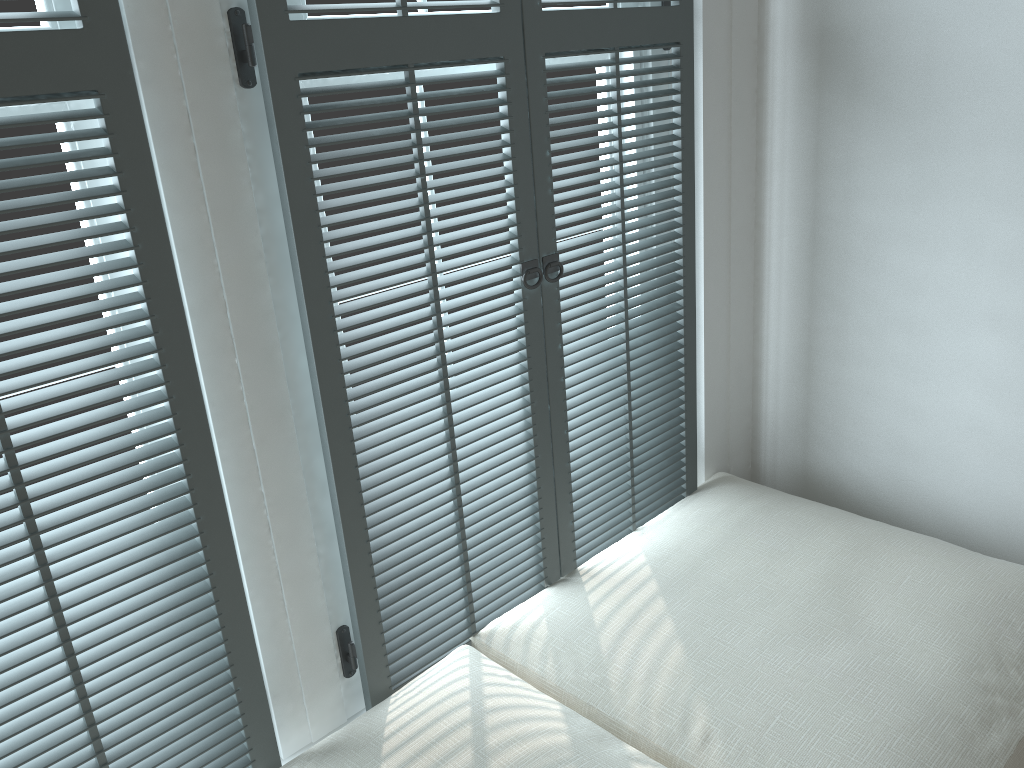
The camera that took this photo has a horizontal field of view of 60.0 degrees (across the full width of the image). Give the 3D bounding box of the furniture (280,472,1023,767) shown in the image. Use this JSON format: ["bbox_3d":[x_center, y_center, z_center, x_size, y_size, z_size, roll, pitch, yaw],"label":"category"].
[{"bbox_3d":[-0.358,0.899,0.805,3.150,0.459,0.837,-22,26,-39],"label":"furniture"}]

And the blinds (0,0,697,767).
[{"bbox_3d":[-0.734,-0.279,0.710,3.076,2.238,0.141,-22,26,-39],"label":"blinds"}]
